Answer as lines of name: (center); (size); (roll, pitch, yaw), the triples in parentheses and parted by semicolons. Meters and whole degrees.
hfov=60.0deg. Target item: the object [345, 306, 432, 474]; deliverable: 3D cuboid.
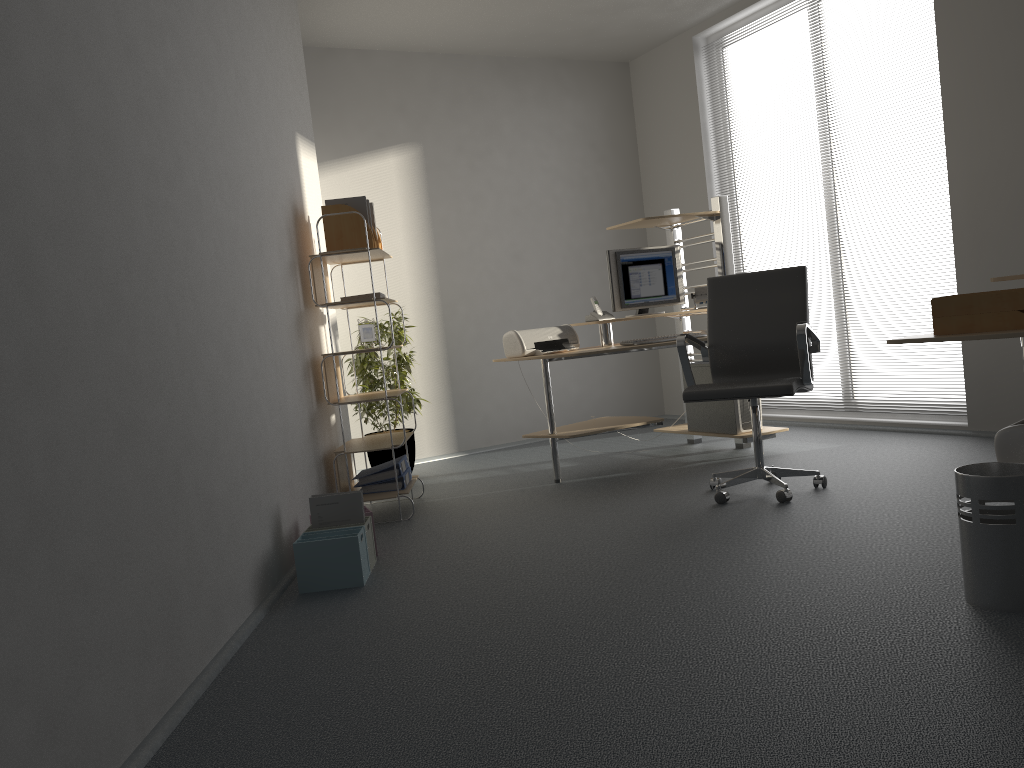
object: (-0.820, 0.066, 5.899); (0.544, 1.147, 0.644); (-6, 4, 1)

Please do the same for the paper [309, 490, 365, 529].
paper: (-0.703, 0.599, 3.625); (0.220, 0.306, 0.068); (-7, 4, -1)

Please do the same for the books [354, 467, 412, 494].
books: (-0.688, 0.517, 4.762); (0.262, 0.072, 0.320); (-6, 4, 0)

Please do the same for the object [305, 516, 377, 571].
object: (-0.695, 0.670, 3.615); (0.245, 0.202, 0.185); (-7, 4, -1)

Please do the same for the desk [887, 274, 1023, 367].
desk: (2.045, -0.282, 2.739); (1.469, 1.566, 0.967); (-8, 4, -28)

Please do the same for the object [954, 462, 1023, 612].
object: (1.354, 0.421, 2.451); (0.208, 0.377, 0.208); (-5, 4, 16)

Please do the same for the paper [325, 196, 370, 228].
paper: (-0.855, -0.824, 4.647); (0.213, 0.297, 0.045); (-7, 4, -2)

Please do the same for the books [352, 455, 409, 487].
books: (-0.704, 0.464, 4.759); (0.263, 0.100, 0.320); (-6, 4, 0)

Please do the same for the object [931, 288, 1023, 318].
object: (1.483, -0.255, 2.719); (0.309, 0.060, 0.225); (-3, 5, 41)

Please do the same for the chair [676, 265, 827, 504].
chair: (1.130, -0.006, 4.167); (0.584, 1.048, 0.652); (-5, 4, 28)

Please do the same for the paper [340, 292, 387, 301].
paper: (-0.799, -0.458, 4.810); (0.213, 0.046, 0.297); (-6, 4, -1)

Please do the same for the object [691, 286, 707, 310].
object: (1.191, -0.535, 5.504); (0.154, 0.135, 0.093); (-6, 4, 9)

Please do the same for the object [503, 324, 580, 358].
object: (0.218, -0.260, 5.206); (0.438, 0.162, 0.351); (-9, 4, -36)

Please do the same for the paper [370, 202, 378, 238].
paper: (-0.854, -0.839, 4.895); (0.213, 0.297, 0.045); (-6, 4, 3)

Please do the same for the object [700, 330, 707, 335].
object: (1.060, -0.285, 5.528); (0.168, 0.088, 0.742); (-8, 4, -25)

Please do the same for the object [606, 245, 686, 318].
object: (0.824, -0.639, 5.558); (0.516, 0.418, 0.245); (-7, 4, -13)

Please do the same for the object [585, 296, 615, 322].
object: (0.525, -0.459, 5.374); (0.150, 0.151, 0.119); (-10, 5, -42)

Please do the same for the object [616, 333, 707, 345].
object: (0.775, -0.238, 5.344); (0.478, 0.082, 0.814); (-8, 4, -20)

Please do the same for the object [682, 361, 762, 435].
object: (1.283, 0.075, 5.411); (0.199, 0.422, 0.471); (-8, 4, -28)

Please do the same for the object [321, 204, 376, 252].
object: (-0.851, -0.803, 4.628); (0.243, 0.259, 0.113); (-7, 4, -2)

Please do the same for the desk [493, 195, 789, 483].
desk: (0.737, -0.287, 5.209); (1.469, 1.566, 0.967); (-8, 4, -28)

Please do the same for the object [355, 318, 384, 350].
object: (-0.768, -0.268, 4.718); (0.077, 0.161, 0.192); (-5, 4, 18)

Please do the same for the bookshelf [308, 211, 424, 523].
bookshelf: (-0.770, -0.086, 4.738); (0.381, 1.572, 0.724); (-6, 4, 0)

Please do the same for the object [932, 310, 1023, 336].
object: (1.489, -0.199, 2.723); (0.309, 0.060, 0.225); (-3, 5, 41)

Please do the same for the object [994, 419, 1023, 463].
object: (1.756, 0.172, 2.750); (0.438, 0.162, 0.351); (-10, 5, -43)

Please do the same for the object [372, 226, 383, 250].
object: (-0.851, -0.819, 4.875); (0.243, 0.259, 0.113); (-6, 4, 3)

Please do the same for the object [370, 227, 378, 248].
object: (-0.855, -0.810, 4.751); (0.243, 0.259, 0.113); (-6, 4, 0)

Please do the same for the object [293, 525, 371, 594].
object: (-0.691, 0.680, 3.430); (0.245, 0.202, 0.185); (-7, 4, -1)

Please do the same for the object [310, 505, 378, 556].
object: (-0.728, 0.659, 3.839); (0.245, 0.202, 0.185); (-8, 4, -19)

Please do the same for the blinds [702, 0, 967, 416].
blinds: (2.054, -1.179, 5.916); (0.037, 2.749, 1.950); (-8, 4, -28)

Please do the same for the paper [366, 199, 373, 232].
paper: (-0.859, -0.831, 4.770); (0.213, 0.297, 0.045); (-6, 4, 0)
